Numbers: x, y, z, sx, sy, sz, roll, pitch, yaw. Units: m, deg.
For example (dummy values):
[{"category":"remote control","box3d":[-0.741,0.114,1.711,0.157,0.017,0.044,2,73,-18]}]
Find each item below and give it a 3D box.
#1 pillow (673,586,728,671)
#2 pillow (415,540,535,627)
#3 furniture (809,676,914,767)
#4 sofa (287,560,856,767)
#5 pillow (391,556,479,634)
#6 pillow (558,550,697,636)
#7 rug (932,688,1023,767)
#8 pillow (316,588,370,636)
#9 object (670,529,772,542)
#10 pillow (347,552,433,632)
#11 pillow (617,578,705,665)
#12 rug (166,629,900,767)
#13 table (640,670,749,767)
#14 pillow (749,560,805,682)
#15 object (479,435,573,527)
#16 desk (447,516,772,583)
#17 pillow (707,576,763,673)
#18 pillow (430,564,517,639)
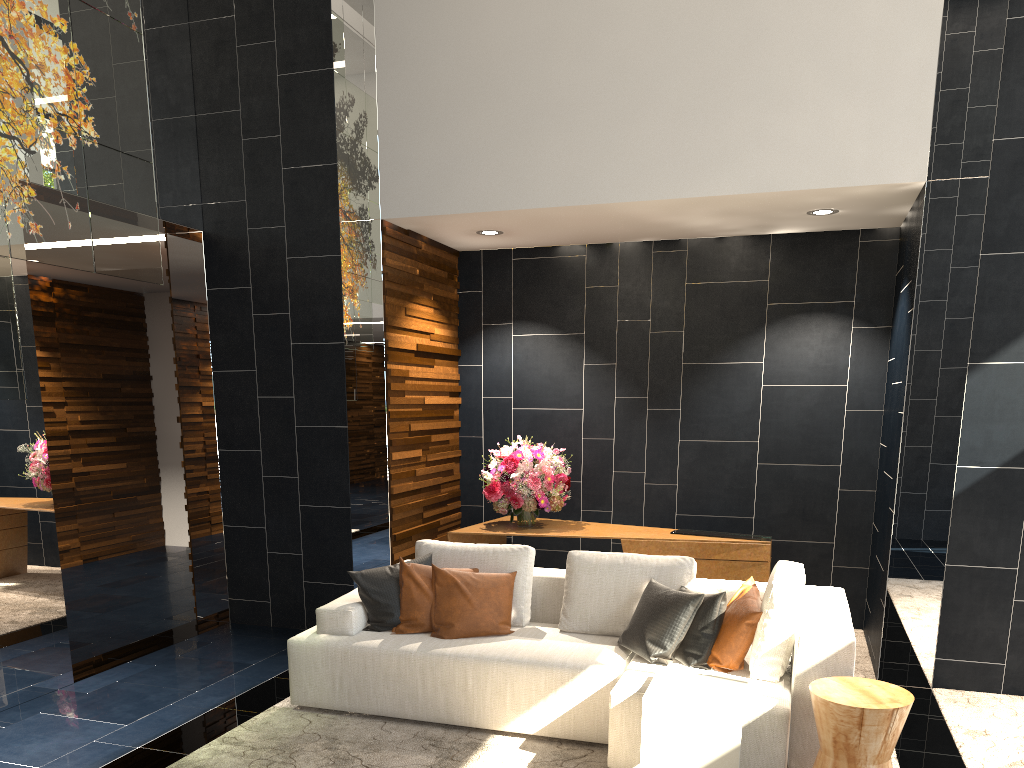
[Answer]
[{"category":"pillow","box3d":[0.903,1.180,4.262,0.255,0.427,0.540,-2,4,-14]},{"category":"pillow","box3d":[-0.229,1.133,4.941,0.717,0.469,0.239,1,9,18]},{"category":"furniture","box3d":[1.399,1.500,3.517,0.388,0.539,0.384,-5,9,-36]},{"category":"sofa","box3d":[0.250,1.429,4.544,2.839,0.707,1.262,0,2,18]},{"category":"pillow","box3d":[-0.413,1.149,4.738,0.548,0.446,0.234,-1,9,-16]},{"category":"pillow","box3d":[0.625,1.136,4.665,0.716,0.453,0.281,1,8,19]},{"category":"rug","box3d":[3.052,1.762,3.153,2.327,0.006,3.344,0,-1,18]},{"category":"pillow","box3d":[-0.885,1.278,4.902,0.239,0.155,0.609,1,0,13]},{"category":"object","box3d":[1.468,1.053,6.000,0.706,0.027,0.237,0,-1,28]},{"category":"pillow","box3d":[-0.626,1.152,4.783,0.551,0.429,0.247,-2,9,-23]},{"category":"pillow","box3d":[0.726,1.183,4.310,0.298,0.376,0.493,-3,5,-23]},{"category":"rug","box3d":[0.152,1.776,4.138,3.200,0.006,5.776,0,-1,18]},{"category":"table","box3d":[0.788,1.529,3.719,0.399,0.481,0.388,2,7,18]},{"category":"pillow","box3d":[1.284,1.122,4.155,0.217,0.471,0.695,4,4,20]},{"category":"object","box3d":[0.109,0.716,6.349,0.659,0.699,0.671,1,6,9]},{"category":"desk","box3d":[0.748,1.440,6.340,2.235,0.776,0.966,0,4,18]},{"category":"pillow","box3d":[1.078,1.165,4.159,0.268,0.425,0.506,2,5,14]},{"category":"pillow","box3d":[-0.203,1.172,4.664,0.519,0.428,0.259,-1,8,-11]}]
